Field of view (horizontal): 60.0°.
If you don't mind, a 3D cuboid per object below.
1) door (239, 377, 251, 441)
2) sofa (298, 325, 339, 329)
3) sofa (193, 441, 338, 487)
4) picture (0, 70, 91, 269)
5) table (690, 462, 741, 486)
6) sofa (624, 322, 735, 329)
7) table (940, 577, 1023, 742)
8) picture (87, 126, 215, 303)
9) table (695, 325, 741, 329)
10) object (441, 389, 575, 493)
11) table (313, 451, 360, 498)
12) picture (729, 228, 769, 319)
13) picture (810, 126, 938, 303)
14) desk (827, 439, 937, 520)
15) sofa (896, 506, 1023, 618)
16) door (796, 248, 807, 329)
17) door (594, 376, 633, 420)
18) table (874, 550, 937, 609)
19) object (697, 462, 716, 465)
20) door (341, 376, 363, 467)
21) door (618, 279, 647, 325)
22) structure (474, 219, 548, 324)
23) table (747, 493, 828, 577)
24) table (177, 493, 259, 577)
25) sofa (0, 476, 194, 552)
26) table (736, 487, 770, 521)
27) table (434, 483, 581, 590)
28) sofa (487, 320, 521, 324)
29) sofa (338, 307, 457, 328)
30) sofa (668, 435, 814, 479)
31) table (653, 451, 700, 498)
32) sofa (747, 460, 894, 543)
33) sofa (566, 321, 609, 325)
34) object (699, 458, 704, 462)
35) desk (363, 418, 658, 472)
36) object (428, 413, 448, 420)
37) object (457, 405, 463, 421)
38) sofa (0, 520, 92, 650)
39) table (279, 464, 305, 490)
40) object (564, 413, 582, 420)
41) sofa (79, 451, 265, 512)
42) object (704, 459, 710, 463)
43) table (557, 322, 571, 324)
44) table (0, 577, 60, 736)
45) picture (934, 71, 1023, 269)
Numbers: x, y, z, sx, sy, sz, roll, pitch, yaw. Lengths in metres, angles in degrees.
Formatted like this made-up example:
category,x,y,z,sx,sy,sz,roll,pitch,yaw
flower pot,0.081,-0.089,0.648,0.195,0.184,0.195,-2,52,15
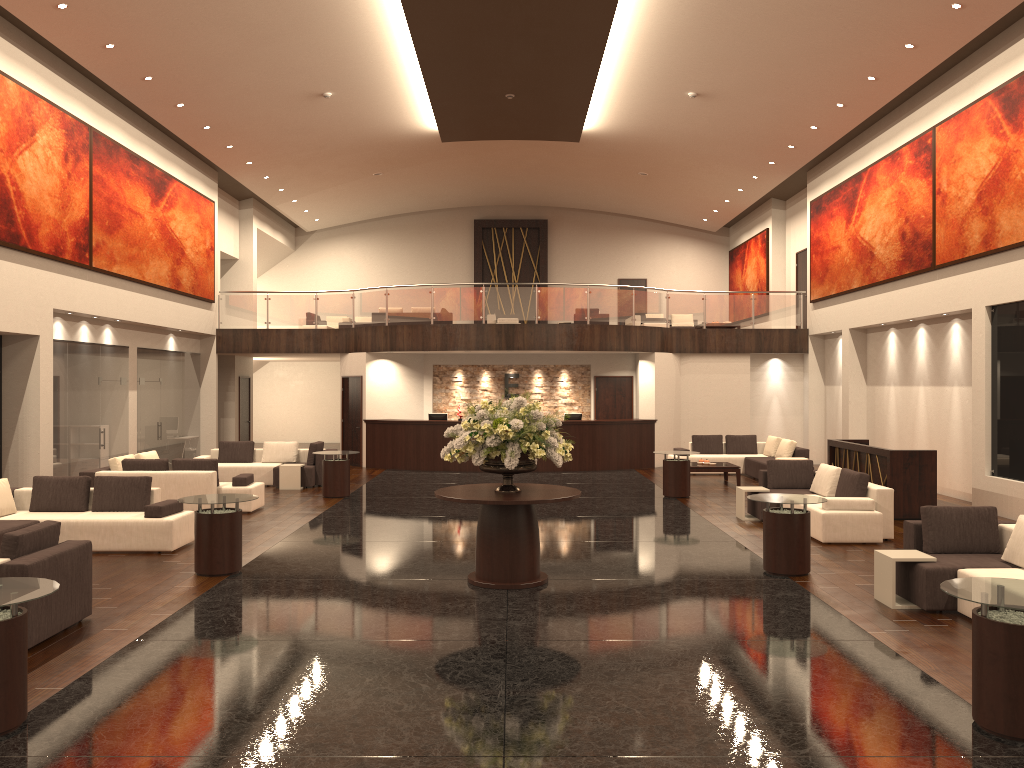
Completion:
category,x,y,z,sx,sy,sz,roll,pitch,yaw
door,-7.458,0.912,24.697,0.104,2.232,0.990,0,0,0
sofa,-5.009,-1.824,28.496,3.366,0.862,2.586,0,0,0
sofa,-5.044,1.596,17.864,2.846,0.862,1.291,0,0,0
picture,-7.425,-3.274,13.299,0.070,2.526,4.515,0,0,0
table,4.000,1.838,18.192,1.100,0.380,1.100,0,0,0
sofa,5.311,-1.824,27.468,3.366,0.862,2.586,0,0,0
table,2.984,1.628,5.223,0.833,0.795,0.844,0,0,-39
picture,-7.424,-3.274,18.812,0.070,2.526,6.485,0,0,0
table,6.106,-1.584,26.378,1.100,0.380,1.100,0,0,0
object,-0.069,0.557,9.147,1.453,1.097,1.402,0,0,-44
table,-3.158,1.628,15.939,0.833,0.795,0.844,0,0,39
picture,7.443,-3.274,28.045,0.070,2.526,4.515,0,0,0
picture,7.442,-3.274,18.809,0.070,2.526,6.485,0,0,0
desk,5.956,1.504,14.461,0.700,1.043,2.606,0,0,0
sofa,4.281,1.596,7.400,1.291,0.862,2.846,0,0,0
door,7.874,-2.508,24.007,0.104,2.232,0.990,0,0,0
door,2.579,0.909,22.480,0.990,2.232,0.104,0,0,0
table,3.624,1.798,8.185,0.400,0.460,0.400,0,0,0
object,3.983,1.630,18.145,0.154,0.040,0.437,0,0,-44
door,-3.959,0.912,21.996,0.104,2.232,0.990,0,0,-40
door,4.149,-2.508,30.514,0.990,2.232,0.104,0,0,0
structure,-0.038,-3.512,30.425,2.524,4.236,0.187,0,0,0
table,2.957,1.628,9.546,0.833,0.795,0.844,0,0,-39
table,-3.160,1.628,9.547,0.833,0.795,0.844,0,0,-39
sofa,-5.336,1.596,9.904,2.586,0.862,3.366,0,0,0
table,3.625,1.798,13.358,0.400,0.460,0.400,0,0,0
table,-0.043,1.565,9.145,1.498,0.921,1.498,0,0,-9
sofa,-0.096,-1.824,27.619,1.291,0.862,2.846,0,0,0
sofa,-3.407,-1.824,26.996,3.366,0.862,2.586,0,0,0
sofa,4.879,1.596,19.020,2.586,0.862,3.366,0,0,0
table,2.958,1.628,15.938,0.833,0.795,0.844,0,0,39
sofa,4.282,1.596,12.574,1.291,0.862,2.846,0,0,0
sofa,2.228,-1.824,27.494,1.291,0.862,2.846,0,0,0
object,3.933,1.596,18.406,0.119,0.106,0.119,0,0,23
desk,-0.049,1.440,21.236,7.146,1.171,1.674,0,0,1
object,-1.780,0.946,21.326,0.483,0.485,0.189,0,0,15
object,-1.217,0.667,20.793,0.163,0.390,0.165,0,0,8
sofa,-5.047,1.596,7.286,2.846,0.862,1.291,0,0,0
table,-4.261,1.798,17.206,0.400,0.460,0.400,0,0,0
object,1.460,0.946,21.232,0.483,0.485,0.189,0,0,-25
sofa,-5.353,1.596,15.254,2.586,0.862,3.366,0,0,0
object,4.015,1.596,18.275,0.119,0.106,0.119,0,0,-18
table,1.570,-1.622,26.710,0.400,0.460,0.400,0,0,0
table,-3.132,1.628,5.225,0.833,0.795,0.844,0,0,-39
picture,7.440,-3.274,13.296,0.070,2.526,4.515,0,0,0
